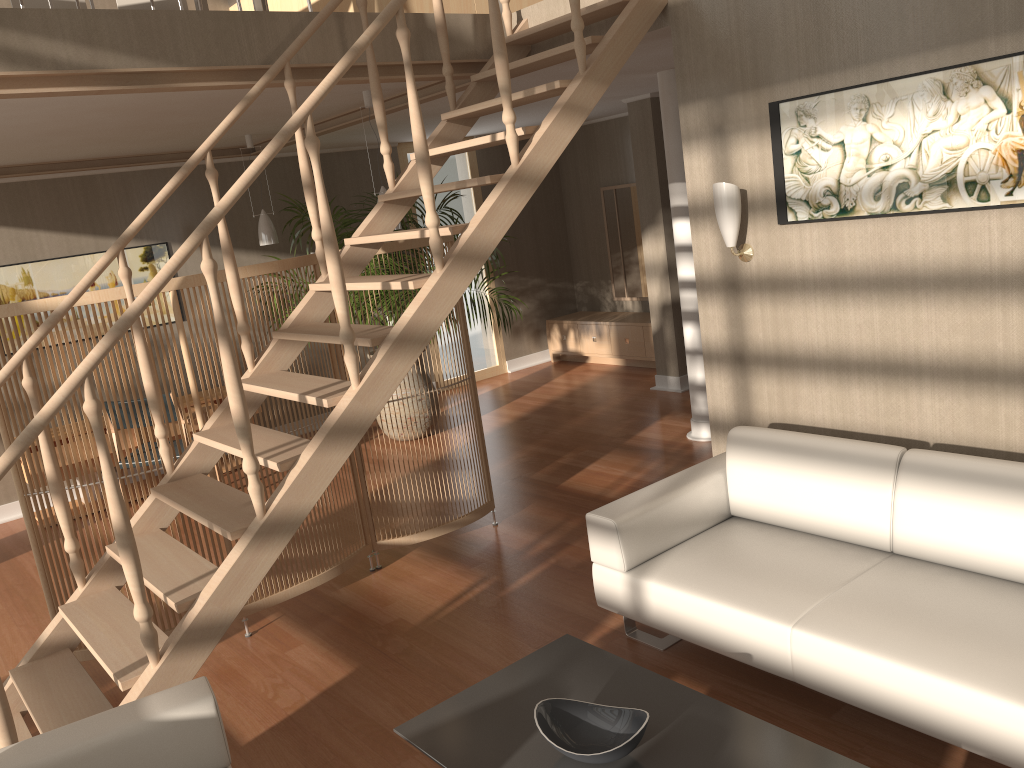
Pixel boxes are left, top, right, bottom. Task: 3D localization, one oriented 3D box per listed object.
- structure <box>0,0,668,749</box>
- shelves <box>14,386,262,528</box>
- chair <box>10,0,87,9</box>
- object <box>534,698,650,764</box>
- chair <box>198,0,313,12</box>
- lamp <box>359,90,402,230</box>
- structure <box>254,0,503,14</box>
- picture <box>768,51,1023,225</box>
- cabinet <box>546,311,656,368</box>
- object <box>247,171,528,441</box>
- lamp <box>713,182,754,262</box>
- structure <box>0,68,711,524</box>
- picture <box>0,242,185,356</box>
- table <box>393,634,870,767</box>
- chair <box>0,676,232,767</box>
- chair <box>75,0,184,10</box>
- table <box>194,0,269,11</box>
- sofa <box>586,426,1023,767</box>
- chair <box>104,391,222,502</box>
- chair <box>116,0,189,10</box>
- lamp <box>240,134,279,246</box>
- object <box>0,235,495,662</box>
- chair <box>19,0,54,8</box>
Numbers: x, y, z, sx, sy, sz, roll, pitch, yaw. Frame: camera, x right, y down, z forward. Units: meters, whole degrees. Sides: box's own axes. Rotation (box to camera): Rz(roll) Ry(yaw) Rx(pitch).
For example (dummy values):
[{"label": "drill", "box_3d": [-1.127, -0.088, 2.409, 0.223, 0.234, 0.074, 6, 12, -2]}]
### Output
[{"label": "structure", "box_3d": [-0.749, -0.638, 3.455, 3.150, 3.578, 1.000, -17, 15, -36]}, {"label": "shelves", "box_3d": [-2.720, 0.508, 6.619, 1.600, 0.590, 0.658, -17, 15, -36]}, {"label": "chair", "box_3d": [-2.635, -2.102, 5.261, 0.430, 0.796, 0.496, -19, 16, -41]}, {"label": "object", "box_3d": [0.216, 0.928, 2.356, 0.317, 0.125, 0.223, -3, 13, 24]}, {"label": "chair", "box_3d": [-1.406, -2.166, 4.726, 0.430, 0.796, 0.496, -19, 16, -41]}, {"label": "lamp", "box_3d": [-0.781, -1.298, 5.182, 0.139, 0.800, 0.139, -9, 12, -1]}, {"label": "structure", "box_3d": [-2.428, -2.114, 4.933, 3.300, 0.900, 3.475, -17, 15, -36]}, {"label": "picture", "box_3d": [1.545, -0.838, 3.022, 0.018, 0.487, 1.531, -17, 15, -36]}, {"label": "cabinet", "box_3d": [1.160, -0.440, 8.818, 0.500, 0.458, 1.911, -17, 15, -36]}, {"label": "object", "box_3d": [-0.967, -0.484, 7.052, 2.109, 2.304, 2.157, 2, 16, 41]}, {"label": "lamp", "box_3d": [0.938, -0.684, 3.771, 0.153, 0.353, 0.112, -17, 15, -36]}, {"label": "structure", "box_3d": [1.120, -0.649, 4.780, 10.775, 2.533, 8.342, -17, 15, -36]}, {"label": "picture", "box_3d": [-3.189, -0.661, 6.688, 1.317, 0.633, 0.010, -17, 15, -36]}, {"label": "table", "box_3d": [0.329, 1.125, 2.365, 0.700, 0.293, 1.260, -17, 15, -36]}, {"label": "chair", "box_3d": [-1.027, 1.176, 1.999, 0.905, 0.740, 0.900, -14, 13, -26]}, {"label": "chair", "box_3d": [-1.973, -2.032, 4.482, 0.430, 0.796, 0.496, -16, 14, -31]}, {"label": "table", "box_3d": [-2.386, -2.037, 4.935, 1.800, 0.740, 0.900, -17, 15, -36]}, {"label": "sofa", "box_3d": [1.192, 0.648, 2.976, 0.905, 0.740, 1.781, -17, 15, -36]}, {"label": "chair", "box_3d": [-2.365, 0.457, 6.020, 0.582, 0.856, 0.509, -8, 12, 3]}, {"label": "chair", "box_3d": [-2.200, -2.237, 5.603, 0.430, 0.796, 0.496, -14, 13, -26]}, {"label": "lamp", "box_3d": [-1.870, -1.432, 6.554, 0.139, 0.800, 0.139, -2, 13, 27]}, {"label": "object", "box_3d": [-1.066, 0.209, 4.149, 2.229, 1.542, 0.233, -16, 14, -31]}, {"label": "chair", "box_3d": [-2.454, -1.886, 4.122, 0.430, 0.796, 0.496, -17, 15, -36]}]
